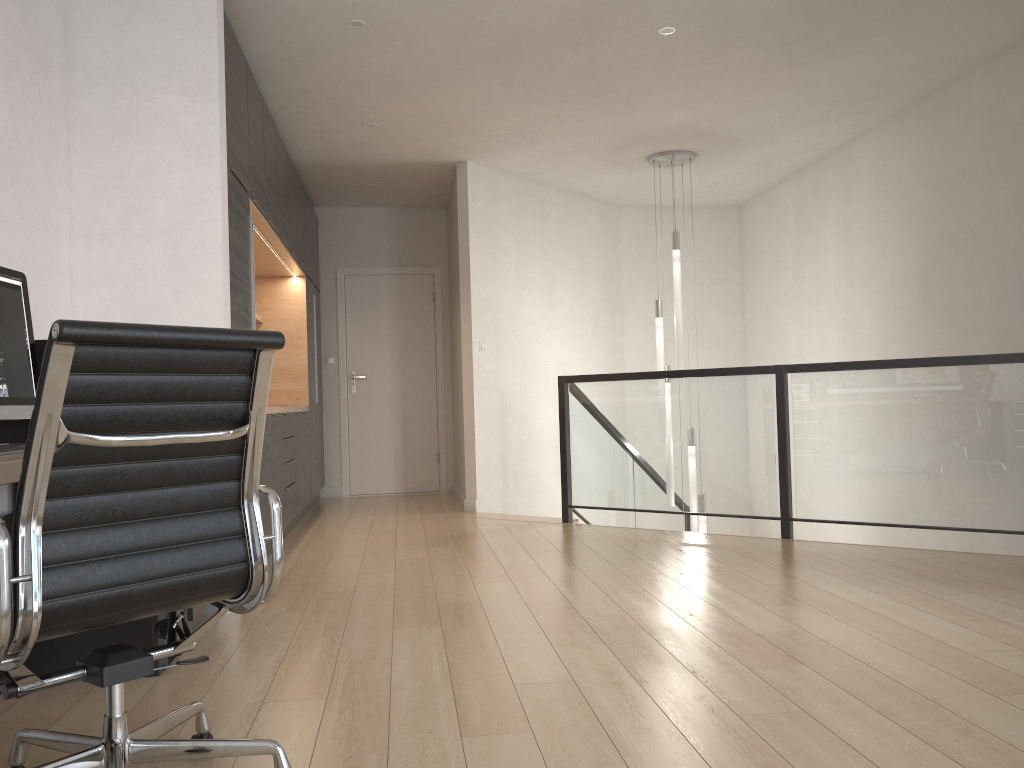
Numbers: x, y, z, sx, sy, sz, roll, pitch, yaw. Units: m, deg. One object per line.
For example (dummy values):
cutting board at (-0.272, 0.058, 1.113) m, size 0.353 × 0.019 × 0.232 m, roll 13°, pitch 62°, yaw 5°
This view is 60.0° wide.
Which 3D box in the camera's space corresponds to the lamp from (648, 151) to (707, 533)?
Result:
lamp at (1.267, -0.905, 6.881) m, size 0.359 × 6.725 × 0.359 m, roll -2°, pitch -1°, yaw 29°

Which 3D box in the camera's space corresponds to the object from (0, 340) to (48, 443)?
object at (-1.547, 0.012, 2.935) m, size 0.249 × 0.354 × 0.198 m, roll -2°, pitch -1°, yaw 8°

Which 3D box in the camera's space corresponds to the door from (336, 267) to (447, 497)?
door at (-1.123, -0.029, 8.298) m, size 0.974 × 2.136 × 0.085 m, roll -2°, pitch -1°, yaw -7°

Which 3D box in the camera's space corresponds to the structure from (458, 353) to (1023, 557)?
structure at (2.132, 2.068, 6.375) m, size 4.190 × 4.339 × 2.823 m, roll -3°, pitch -1°, yaw 38°

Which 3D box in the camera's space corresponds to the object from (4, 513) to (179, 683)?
object at (-1.346, 0.668, 2.883) m, size 0.474 × 0.527 × 0.215 m, roll -2°, pitch -1°, yaw -7°

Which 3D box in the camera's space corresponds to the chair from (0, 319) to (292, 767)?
chair at (-0.846, 0.397, 1.805) m, size 0.699 × 0.991 × 0.664 m, roll -3°, pitch -2°, yaw 44°

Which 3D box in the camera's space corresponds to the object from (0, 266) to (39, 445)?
object at (-1.528, -0.089, 2.437) m, size 0.190 × 0.535 × 0.716 m, roll -2°, pitch -1°, yaw -2°
